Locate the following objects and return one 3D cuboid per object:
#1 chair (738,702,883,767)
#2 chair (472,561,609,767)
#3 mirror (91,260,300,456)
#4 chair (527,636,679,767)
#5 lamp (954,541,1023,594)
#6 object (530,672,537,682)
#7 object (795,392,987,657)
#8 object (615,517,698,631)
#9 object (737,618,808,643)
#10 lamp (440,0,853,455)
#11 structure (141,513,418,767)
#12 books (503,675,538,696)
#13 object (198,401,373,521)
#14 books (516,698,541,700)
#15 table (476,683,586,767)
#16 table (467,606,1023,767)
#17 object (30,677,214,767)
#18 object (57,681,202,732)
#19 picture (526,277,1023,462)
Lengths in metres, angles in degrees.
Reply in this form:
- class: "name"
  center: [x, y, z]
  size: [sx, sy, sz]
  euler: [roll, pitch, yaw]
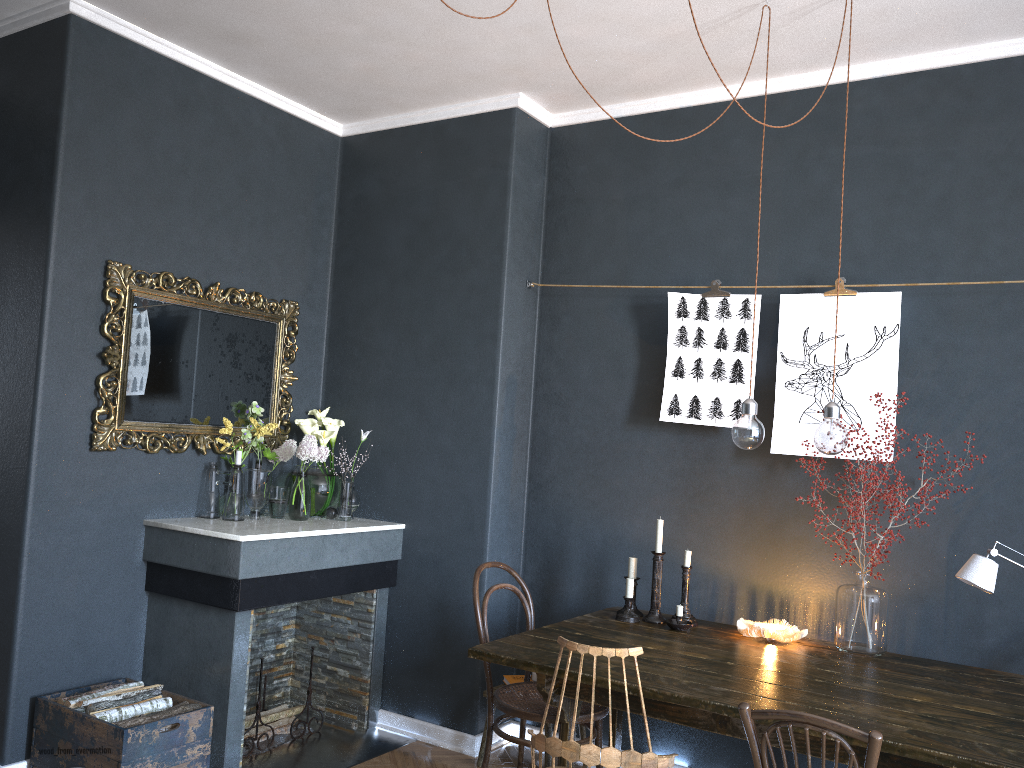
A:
- class: "chair"
  center: [0.782, 1.196, 2.241]
  size: [0.363, 0.819, 0.467]
  euler: [2, -3, 32]
- class: "chair"
  center: [0.104, 1.172, 3.375]
  size: [0.549, 0.920, 0.438]
  euler: [2, -3, 35]
- class: "mirror"
  center: [-1.367, -0.071, 3.985]
  size: [0.067, 0.783, 1.058]
  euler: [2, -4, 32]
- class: "chair"
  center: [0.260, 1.174, 2.639]
  size: [0.456, 0.856, 0.384]
  euler: [3, -3, 18]
- class: "lamp"
  center: [1.762, 1.041, 2.760]
  size: [0.800, 1.069, 0.242]
  euler: [4, -3, -13]
- class: "object"
  center: [0.109, 1.225, 3.884]
  size: [0.074, 0.173, 0.074]
  euler: [4, -3, -12]
- class: "object"
  center: [1.289, 0.507, 3.218]
  size: [0.556, 0.930, 0.639]
  euler: [4, -3, 3]
- class: "object"
  center: [0.575, 0.739, 3.540]
  size: [0.368, 0.419, 0.223]
  euler: [2, -3, 34]
- class: "object"
  center: [0.967, 0.922, 3.302]
  size: [0.254, 0.072, 0.253]
  euler: [1, -4, 39]
- class: "lamp"
  center: [0.457, -0.612, 2.607]
  size: [1.591, 1.573, 0.583]
  euler: [5, -3, -26]
- class: "structure"
  center: [-0.999, 1.116, 3.945]
  size: [0.834, 0.980, 1.066]
  euler: [2, -4, 32]
- class: "books"
  center: [0.092, 1.323, 3.882]
  size: [0.207, 0.024, 0.262]
  euler: [5, -4, -14]
- class: "object"
  center: [-1.024, 0.362, 4.161]
  size: [0.474, 0.546, 0.728]
  euler: [2, -4, 35]
- class: "books"
  center: [0.102, 1.343, 3.896]
  size: [0.219, 0.013, 0.272]
  euler: [4, -4, -11]
- class: "table"
  center: [0.104, 1.508, 3.877]
  size: [0.369, 0.317, 0.364]
  euler: [2, -4, 32]
- class: "table"
  center: [0.807, 1.287, 2.919]
  size: [1.604, 0.727, 1.127]
  euler: [2, -4, 32]
- class: "object"
  center: [-1.477, 1.366, 3.356]
  size: [0.552, 0.326, 0.383]
  euler: [2, -4, 32]
- class: "object"
  center: [-1.471, 1.290, 3.364]
  size: [0.533, 0.246, 0.370]
  euler: [2, -4, 33]
- class: "picture"
  center: [1.930, -0.062, 3.012]
  size: [4.456, 0.770, 0.058]
  euler: [1, -3, 32]
